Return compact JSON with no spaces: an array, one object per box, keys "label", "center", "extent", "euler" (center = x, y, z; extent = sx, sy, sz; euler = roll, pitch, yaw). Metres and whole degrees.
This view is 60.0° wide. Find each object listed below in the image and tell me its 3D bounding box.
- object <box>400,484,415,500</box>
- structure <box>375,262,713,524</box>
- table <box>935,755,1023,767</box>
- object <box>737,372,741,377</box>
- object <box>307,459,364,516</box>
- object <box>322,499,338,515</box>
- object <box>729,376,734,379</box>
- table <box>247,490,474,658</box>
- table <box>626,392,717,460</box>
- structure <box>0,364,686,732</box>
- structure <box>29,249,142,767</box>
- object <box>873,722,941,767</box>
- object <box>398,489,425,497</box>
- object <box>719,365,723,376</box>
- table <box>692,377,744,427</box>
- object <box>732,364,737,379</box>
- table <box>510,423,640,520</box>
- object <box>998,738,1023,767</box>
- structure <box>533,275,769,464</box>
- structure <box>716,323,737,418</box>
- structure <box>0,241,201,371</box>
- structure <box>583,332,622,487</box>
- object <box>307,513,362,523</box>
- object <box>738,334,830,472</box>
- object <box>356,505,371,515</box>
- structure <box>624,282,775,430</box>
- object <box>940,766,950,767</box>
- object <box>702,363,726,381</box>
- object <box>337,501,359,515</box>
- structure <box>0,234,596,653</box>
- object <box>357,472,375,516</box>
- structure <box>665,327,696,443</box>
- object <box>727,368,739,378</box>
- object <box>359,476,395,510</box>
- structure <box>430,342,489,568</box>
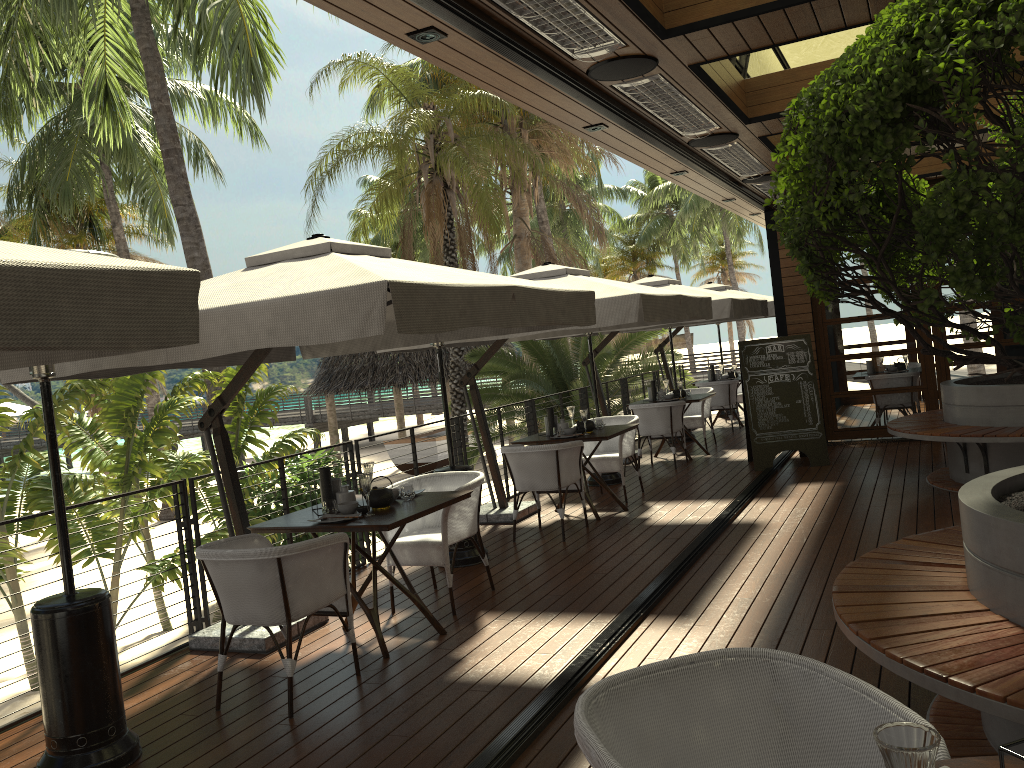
[{"label":"object","center":[-0.611,0.636,5.191],"extent":[0.086,0.086,0.086],"euler":[-6,2,30]},{"label":"structure","center":[0.454,0.047,8.116],"extent":[2.412,2.332,2.416],"euler":[-6,2,25]},{"label":"table","center":[0.789,1.042,0.958],"extent":[1.165,0.749,1.167],"euler":[-5,2,31]},{"label":"object","center":[3.680,-0.151,14.380],"extent":[0.086,0.086,0.086],"euler":[-6,2,30]},{"label":"object","center":[-1.025,0.595,5.139],"extent":[0.263,0.264,0.263],"euler":[-7,1,-20]},{"label":"object","center":[-1.010,0.690,4.919],"extent":[0.086,0.086,0.086],"euler":[-6,2,30]},{"label":"object","center":[3.479,-0.095,14.039],"extent":[0.080,0.042,0.080],"euler":[-7,2,-6]},{"label":"table","center":[-0.798,1.081,5.073],"extent":[0.931,0.749,0.932],"euler":[-6,2,25]},{"label":"table","center":[2.062,0.556,11.199],"extent":[0.931,0.749,0.932],"euler":[-6,2,25]},{"label":"structure","center":[-2.298,1.223,4.660],"extent":[0.163,1.153,26.297],"euler":[-6,2,25]},{"label":"structure","center":[-1.906,0.522,3.739],"extent":[0.699,2.192,0.700],"euler":[-6,1,13]},{"label":"object","center":[0.528,0.570,1.160],"extent":[0.082,0.227,0.082],"euler":[-7,1,-30]},{"label":"object","center":[-0.691,0.670,5.386],"extent":[0.294,0.025,0.170],"euler":[-5,2,25]},{"label":"object","center":[3.435,-0.202,14.521],"extent":[0.082,0.227,0.082],"euler":[-6,1,26]},{"label":"table","center":[3.493,0.294,14.262],"extent":[0.931,0.749,0.932],"euler":[-6,2,25]},{"label":"object","center":[3.511,-0.192,13.969],"extent":[0.082,0.227,0.082],"euler":[-6,1,26]},{"label":"table","center":[0.632,0.819,8.136],"extent":[0.931,0.749,0.932],"euler":[-6,2,25]},{"label":"object","center":[0.747,0.538,0.956],"extent":[0.263,0.264,0.263],"euler":[-7,1,-19]},{"label":"structure","center":[1.880,-0.215,11.170],"extent":[2.412,2.332,2.416],"euler":[-6,2,25]},{"label":"structure","center":[3.743,-0.514,15.836],"extent":[0.699,2.192,0.700],"euler":[-6,1,13]},{"label":"structure","center":[-2.398,0.570,2.007],"extent":[2.412,2.332,2.416],"euler":[-6,2,25]},{"label":"structure","center":[0.911,0.005,9.772],"extent":[0.699,2.192,0.700],"euler":[-6,1,13]},{"label":"object","center":[-0.923,0.718,4.729],"extent":[0.294,0.025,0.170],"euler":[-5,2,25]},{"label":"object","center":[2.950,0.183,9.744],"extent":[0.768,1.396,0.772],"euler":[-6,1,10]},{"label":"object","center":[-0.812,0.692,4.850],"extent":[0.080,0.042,0.080],"euler":[-7,2,-13]},{"label":"structure","center":[3.307,-0.476,14.224],"extent":[2.412,2.332,2.416],"euler":[-6,2,25]},{"label":"object","center":[0.609,0.660,1.343],"extent":[0.295,0.025,0.170],"euler":[-7,2,-19]},{"label":"object","center":[3.266,-0.192,14.328],"extent":[0.263,0.264,0.263],"euler":[-7,1,-20]},{"label":"object","center":[-0.902,0.690,4.891],"extent":[0.116,0.065,0.116],"euler":[-6,2,24]},{"label":"structure","center":[-0.972,0.309,5.061],"extent":[2.412,2.332,2.416],"euler":[-6,2,25]},{"label":"object","center":[-0.780,0.595,4.780],"extent":[0.082,0.227,0.082],"euler":[-6,1,26]},{"label":"structure","center":[2.346,-0.258,12.845],"extent":[0.699,2.192,0.700],"euler":[-6,1,13]},{"label":"object","center":[3.540,-0.176,14.201],"extent":[0.168,0.179,0.163],"euler":[-6,1,23]},{"label":"object","center":[-0.750,0.611,5.009],"extent":[0.163,0.179,0.168],"euler":[-6,1,27]},{"label":"structure","center":[-0.496,0.263,6.760],"extent":[0.699,2.192,0.700],"euler":[-6,1,13]}]
